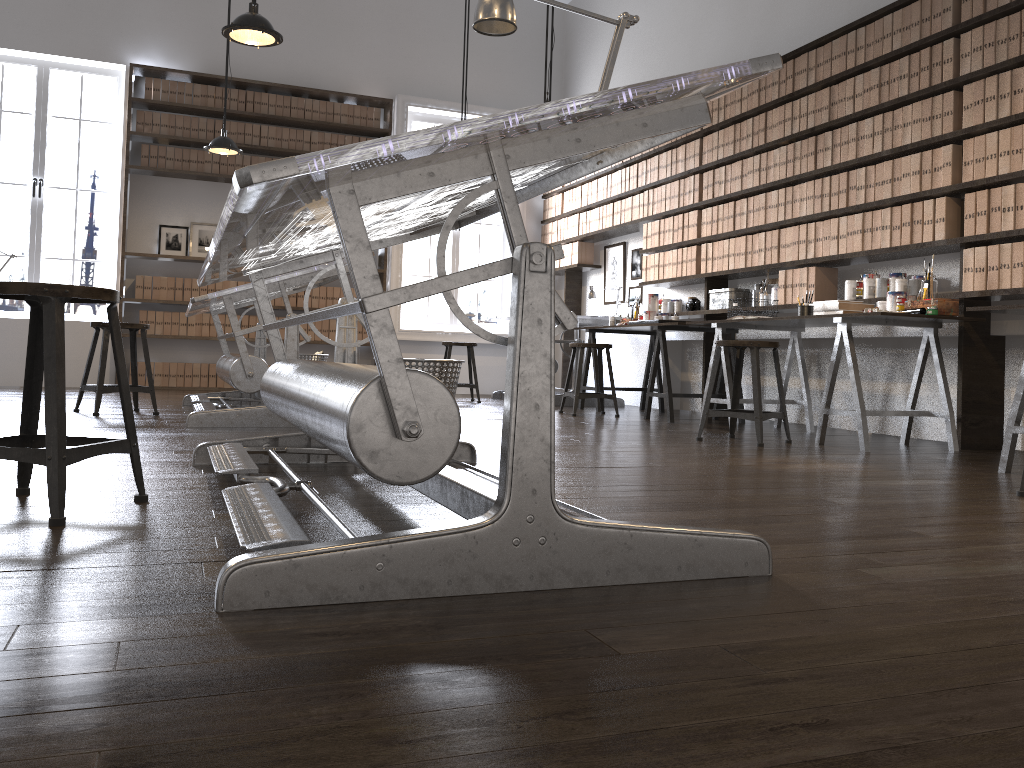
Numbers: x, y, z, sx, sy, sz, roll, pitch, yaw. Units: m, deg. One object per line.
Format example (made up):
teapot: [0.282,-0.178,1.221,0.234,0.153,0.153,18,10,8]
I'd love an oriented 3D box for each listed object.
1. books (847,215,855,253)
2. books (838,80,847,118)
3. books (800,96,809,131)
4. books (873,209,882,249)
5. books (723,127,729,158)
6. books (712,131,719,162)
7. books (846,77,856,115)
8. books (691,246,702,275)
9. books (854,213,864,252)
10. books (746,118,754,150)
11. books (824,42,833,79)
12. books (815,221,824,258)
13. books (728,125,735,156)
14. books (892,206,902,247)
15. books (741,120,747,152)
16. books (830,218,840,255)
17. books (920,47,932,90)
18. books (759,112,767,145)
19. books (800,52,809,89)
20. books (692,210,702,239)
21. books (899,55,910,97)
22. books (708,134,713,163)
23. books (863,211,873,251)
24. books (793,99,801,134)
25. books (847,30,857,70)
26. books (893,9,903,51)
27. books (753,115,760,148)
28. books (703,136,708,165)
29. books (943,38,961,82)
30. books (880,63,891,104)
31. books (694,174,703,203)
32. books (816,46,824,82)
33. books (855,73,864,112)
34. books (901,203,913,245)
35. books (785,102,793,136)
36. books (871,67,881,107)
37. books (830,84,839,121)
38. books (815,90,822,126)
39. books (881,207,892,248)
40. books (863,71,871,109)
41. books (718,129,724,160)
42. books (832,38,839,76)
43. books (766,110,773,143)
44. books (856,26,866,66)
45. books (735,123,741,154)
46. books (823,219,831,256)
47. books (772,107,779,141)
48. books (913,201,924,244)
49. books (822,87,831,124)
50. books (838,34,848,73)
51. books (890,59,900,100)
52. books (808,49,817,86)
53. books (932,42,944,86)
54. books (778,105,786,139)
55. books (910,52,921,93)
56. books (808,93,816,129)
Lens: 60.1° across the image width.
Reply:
books: [2.063,-0.874,5.213,0.174,0.226,0.066,2,-1,-21]
books: [2.055,-1.694,5.327,0.174,0.226,0.066,2,-1,-21]
books: [1.929,-1.707,5.645,0.174,0.226,0.067,2,-1,-21]
books: [2.138,-0.867,5.022,0.174,0.226,0.066,2,-1,-21]
books: [1.630,-1.739,6.435,0.174,0.226,0.066,2,-1,-21]
books: [1.579,-1.744,6.560,0.174,0.226,0.067,2,-1,-21]
books: [2.076,-1.692,5.260,0.174,0.226,0.067,2,-1,-21]
books: [1.465,-0.937,6.767,0.174,0.226,0.067,2,-1,-21]
books: [2.083,-0.872,5.149,0.174,0.226,0.067,2,-1,-21]
books: [1.726,-1.729,6.176,0.174,0.226,0.066,2,-1,-21]
books: [2.015,-1.977,5.462,0.174,0.226,0.066,2,-1,-21]
books: [1.967,-0.885,5.471,0.174,0.226,0.066,2,-1,-21]
books: [1.650,-1.737,6.371,0.174,0.226,0.067,2,-1,-21]
books: [2.189,-0.861,4.889,0.174,0.226,0.066,2,-1,-21]
books: [1.705,-1.731,6.243,0.174,0.226,0.066,2,-1,-21]
books: [2.012,-0.880,5.338,0.174,0.226,0.067,2,-1,-21]
books: [2.275,-1.671,4.740,0.174,0.226,0.067,2,-1,-21]
books: [1.778,-1.723,6.039,0.174,0.226,0.067,2,-1,-21]
books: [1.934,-1.985,5.658,0.174,0.226,0.066,2,-1,-21]
books: [1.474,-1.208,6.769,0.174,0.226,0.067,2,-1,-21]
books: [2.224,-1.676,4.876,0.174,0.226,0.066,2,-1,-21]
books: [1.557,-1.747,6.627,0.174,0.226,0.066,2,-1,-21]
books: [2.112,-0.869,5.088,0.174,0.226,0.066,2,-1,-21]
books: [1.904,-1.710,5.715,0.174,0.226,0.066,2,-1,-21]
books: [2.085,-1.969,5.264,0.174,0.226,0.066,2,-1,-21]
books: [2.215,-1.956,4.934,0.174,0.226,0.066,2,-1,-21]
books: [1.756,-1.726,6.111,0.174,0.226,0.066,2,-1,-21]
books: [1.534,-1.749,6.693,0.174,0.226,0.066,2,-1,-21]
books: [2.332,-1.665,4.601,0.174,0.226,0.066,2,-1,-21]
books: [2.177,-1.682,5.010,0.174,0.226,0.066,2,-1,-21]
books: [1.488,-1.485,6.781,0.174,0.226,0.066,2,-1,-21]
books: [1.992,-1.979,5.528,0.174,0.226,0.066,2,-1,-21]
books: [2.104,-1.689,5.193,0.174,0.226,0.066,2,-1,-21]
books: [2.211,-0.859,4.817,0.174,0.226,0.067,2,-1,-21]
books: [1.875,-1.713,5.782,0.174,0.226,0.066,2,-1,-21]
books: [2.147,-1.684,5.071,0.174,0.226,0.067,2,-1,-21]
books: [2.031,-1.697,5.393,0.174,0.226,0.066,2,-1,-21]
books: [1.980,-1.702,5.520,0.174,0.226,0.066,2,-1,-21]
books: [2.159,-0.864,4.954,0.174,0.226,0.066,2,-1,-21]
books: [2.128,-1.687,5.135,0.174,0.226,0.066,2,-1,-21]
books: [1.606,-1.741,6.493,0.174,0.226,0.066,2,-1,-21]
books: [2.041,-1.974,5.392,0.174,0.226,0.066,2,-1,-21]
books: [1.809,-1.720,5.972,0.174,0.226,0.066,2,-1,-21]
books: [2.114,-1.966,5.197,0.174,0.226,0.066,2,-1,-21]
books: [1.679,-1.734,6.310,0.174,0.226,0.066,2,-1,-21]
books: [1.990,-0.882,5.405,0.174,0.226,0.066,2,-1,-21]
books: [1.831,-1.718,5.910,0.174,0.226,0.066,2,-1,-21]
books: [2.242,-0.856,4.750,0.174,0.226,0.066,2,-1,-21]
books: [2.000,-1.700,5.456,0.174,0.226,0.067,2,-1,-21]
books: [2.059,-1.972,5.331,0.174,0.226,0.067,2,-1,-21]
books: [2.202,-1.679,4.944,0.174,0.226,0.066,2,-1,-21]
books: [1.963,-1.982,5.592,0.174,0.226,0.066,2,-1,-21]
books: [2.307,-1.668,4.672,0.174,0.226,0.066,2,-1,-21]
books: [1.849,-1.716,5.849,0.174,0.226,0.067,2,-1,-21]
books: [2.253,-1.674,4.812,0.174,0.226,0.066,2,-1,-21]
books: [1.957,-1.705,5.578,0.174,0.226,0.066,2,-1,-21]
